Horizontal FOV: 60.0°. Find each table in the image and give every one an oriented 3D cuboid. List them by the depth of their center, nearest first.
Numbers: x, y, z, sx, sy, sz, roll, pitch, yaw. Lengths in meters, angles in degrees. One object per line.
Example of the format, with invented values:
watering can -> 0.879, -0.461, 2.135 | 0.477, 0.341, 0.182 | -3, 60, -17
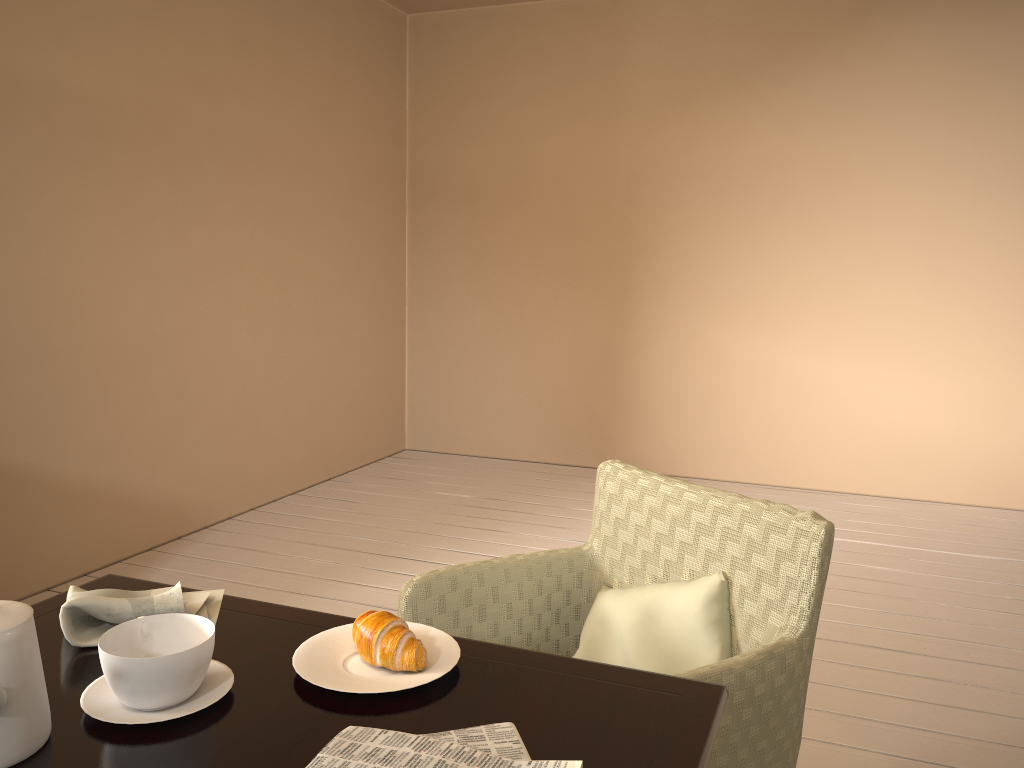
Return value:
table -> -0.547, 0.754, 0.284 | 0.919, 0.651, 1.998 | 3, 8, 21

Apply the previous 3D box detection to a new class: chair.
chair -> 0.136, 0.583, 1.465 | 0.562, 0.798, 0.565 | -3, 7, -32

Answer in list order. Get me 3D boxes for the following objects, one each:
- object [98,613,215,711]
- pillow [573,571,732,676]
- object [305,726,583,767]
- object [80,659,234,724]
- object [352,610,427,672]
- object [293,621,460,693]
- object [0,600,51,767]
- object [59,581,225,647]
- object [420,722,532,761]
object -> -0.384, 0.303, 0.954 | 0.125, 0.069, 0.116 | 3, 7, 15
pillow -> 0.233, 0.449, 1.505 | 0.316, 0.294, 0.248 | 5, 8, 34
object -> -0.074, 0.352, 0.730 | 0.233, 0.051, 0.165 | 4, 8, 21
object -> -0.380, 0.333, 0.956 | 0.154, 0.012, 0.154 | -2, 8, -18
object -> -0.150, 0.299, 1.050 | 0.138, 0.051, 0.062 | 7, 9, 40
object -> -0.158, 0.324, 1.044 | 0.194, 0.014, 0.195 | 0, 8, -3
object -> -0.504, 0.274, 0.844 | 0.198, 0.155, 0.118 | 4, 7, 27
object -> -0.492, 0.276, 1.178 | 0.204, 0.063, 0.197 | -1, 8, -16
object -> -0.050, 0.363, 0.758 | 0.164, 0.026, 0.233 | -1, 8, -14
